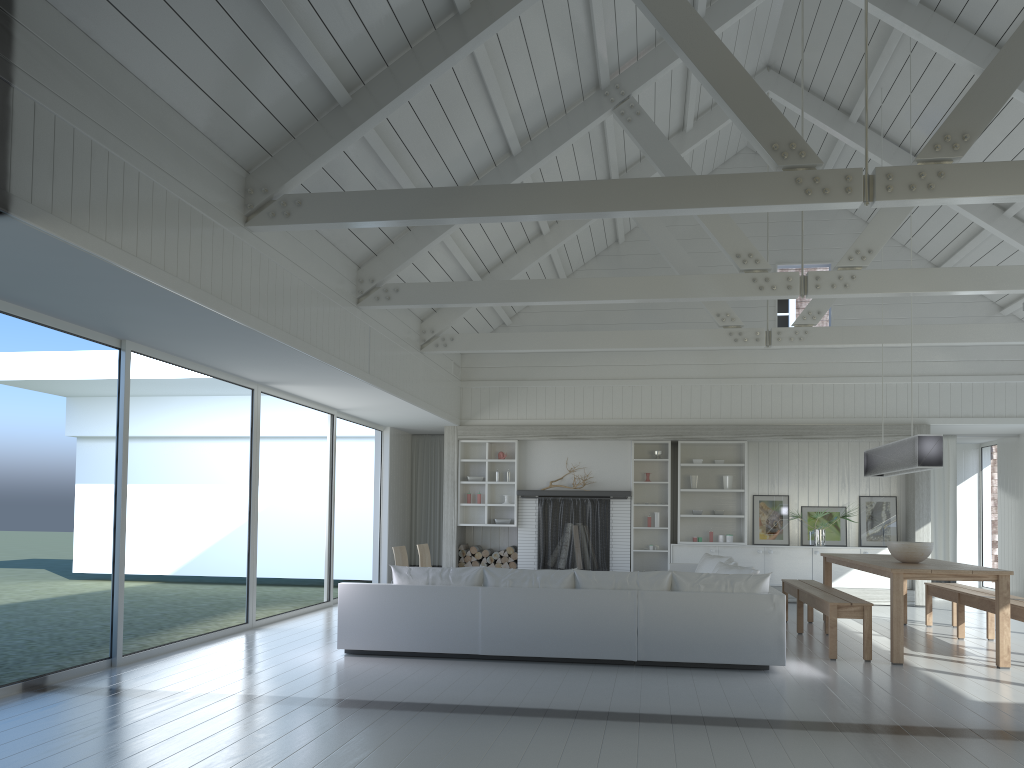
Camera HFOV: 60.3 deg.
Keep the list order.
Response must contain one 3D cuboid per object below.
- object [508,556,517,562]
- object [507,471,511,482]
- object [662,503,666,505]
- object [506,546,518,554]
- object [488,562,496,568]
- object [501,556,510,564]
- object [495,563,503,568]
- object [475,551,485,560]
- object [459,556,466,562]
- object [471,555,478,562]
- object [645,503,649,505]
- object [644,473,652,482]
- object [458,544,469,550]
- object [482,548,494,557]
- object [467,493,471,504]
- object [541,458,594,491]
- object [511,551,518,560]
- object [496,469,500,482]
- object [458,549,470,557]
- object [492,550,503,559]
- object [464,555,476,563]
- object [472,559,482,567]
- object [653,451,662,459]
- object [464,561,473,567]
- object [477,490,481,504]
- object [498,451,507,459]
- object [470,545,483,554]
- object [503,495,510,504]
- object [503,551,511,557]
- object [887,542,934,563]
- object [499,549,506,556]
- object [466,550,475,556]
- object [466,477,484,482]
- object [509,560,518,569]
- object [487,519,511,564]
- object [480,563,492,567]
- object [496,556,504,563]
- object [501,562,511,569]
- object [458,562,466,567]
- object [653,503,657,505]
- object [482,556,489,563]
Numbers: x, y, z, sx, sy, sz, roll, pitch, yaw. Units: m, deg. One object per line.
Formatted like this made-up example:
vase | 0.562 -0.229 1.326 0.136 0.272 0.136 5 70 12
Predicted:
object | 0.018 2.561 12.909 0.080 0.079 0.481 0 -8 7
object | -0.046 1.325 12.775 0.054 0.195 0.054 0 -3 10
object | 2.169 1.716 12.606 0.054 0.025 0.055 0 -7 9
object | 0.005 2.432 12.924 0.110 0.110 0.498 0 -8 7
object | -0.253 2.684 12.970 0.134 0.146 0.552 0 -8 9
object | -0.073 2.572 12.930 0.109 0.109 0.498 0 -8 7
object | -0.159 2.669 12.948 0.108 0.105 0.519 0 -8 7
object | -0.456 2.521 12.992 0.109 0.109 0.498 0 -8 7
object | -0.696 2.581 13.014 0.080 0.079 0.481 0 -8 7
object | -0.519 2.567 12.993 0.080 0.079 0.481 0 -8 7
object | 1.918 1.702 12.536 0.054 0.025 0.055 0 -7 9
object | 1.936 1.334 12.562 0.137 0.129 0.137 5 -7 -38
object | -0.709 2.403 13.024 0.080 0.079 0.481 0 -8 7
object | -0.353 2.486 12.977 0.109 0.109 0.498 0 -8 7
object | -0.626 1.649 12.854 0.054 0.195 0.054 0 -3 10
object | 0.857 1.275 12.493 0.784 0.500 0.460 3 -6 -21
object | 0.067 2.511 12.910 0.109 0.109 0.498 0 -8 7
object | -0.210 1.326 12.801 0.054 0.195 0.054 0 -3 10
object | -0.692 2.494 13.030 0.109 0.109 0.498 0 -8 7
object | -0.202 2.510 12.952 0.109 0.109 0.498 0 -8 7
object | -0.610 2.578 13.014 0.109 0.109 0.498 0 -8 7
object | -0.493 2.651 12.994 0.110 0.110 0.498 0 -8 7
object | 2.073 1.013 12.525 0.162 0.123 0.162 -5 -8 41
object | -0.593 2.669 13.024 0.134 0.146 0.552 0 -8 9
object | -0.476 1.647 12.831 0.054 0.195 0.054 0 -3 10
object | -0.146 1.041 12.793 0.059 0.126 0.232 3 -7 -36
object | -0.524 2.444 13.007 0.110 0.110 0.498 0 -8 7
object | -0.078 1.675 12.764 0.137 0.129 0.138 1 -5 -4
object | -0.062 2.479 12.918 0.080 0.079 0.481 0 -8 7
object | 3.599 1.523 7.967 0.389 0.184 0.393 1 -7 0
object | -0.124 2.469 12.929 0.086 0.091 0.483 0 -8 8
object | -0.598 2.485 13.003 0.080 0.079 0.481 0 -8 7
object | -0.540 1.393 12.866 0.242 0.072 0.244 2 -8 -6
object | 0.044 2.645 12.909 0.110 0.110 0.498 0 -8 7
object | -0.214 2.303 12.926 0.341 0.640 0.616 1 -5 -6
object | -0.380 2.651 12.983 0.105 0.114 0.521 0 -8 8
object | -0.160 2.575 12.930 0.080 0.079 0.481 0 -8 7
object | -0.056 2.664 12.940 0.134 0.146 0.552 0 -8 9
object | -0.695 2.675 13.032 0.108 0.105 0.519 0 -8 7
object | 2.043 1.709 12.571 0.054 0.025 0.055 0 -7 9
object | -0.370 2.578 12.963 0.080 0.079 0.481 0 -8 7
